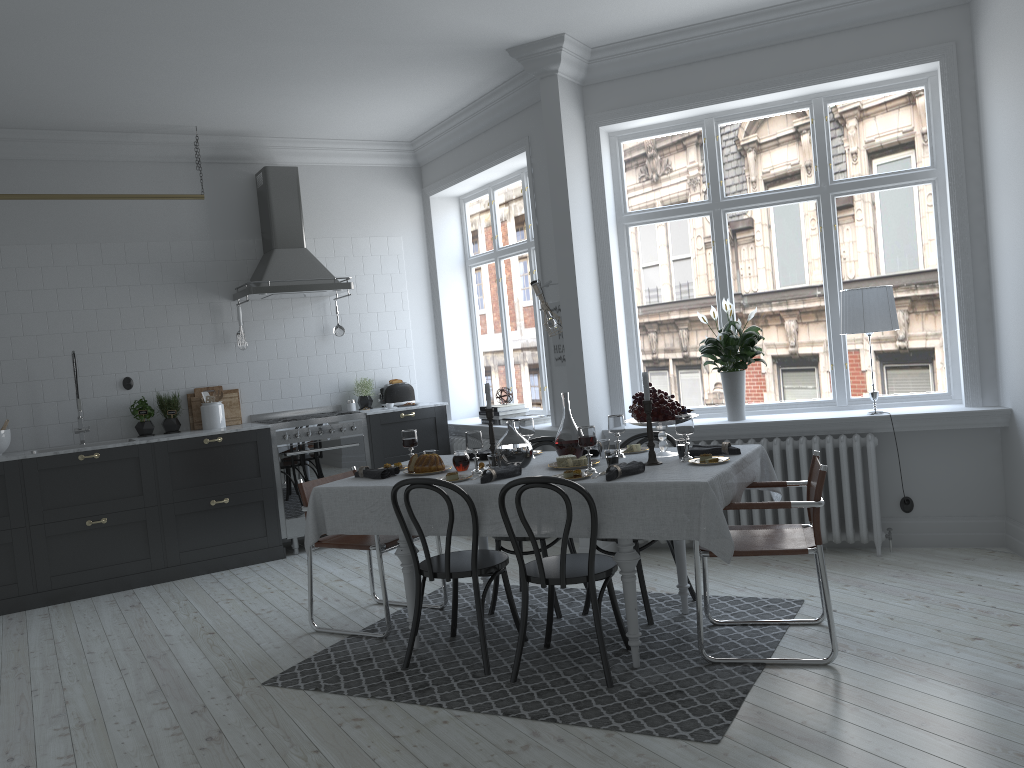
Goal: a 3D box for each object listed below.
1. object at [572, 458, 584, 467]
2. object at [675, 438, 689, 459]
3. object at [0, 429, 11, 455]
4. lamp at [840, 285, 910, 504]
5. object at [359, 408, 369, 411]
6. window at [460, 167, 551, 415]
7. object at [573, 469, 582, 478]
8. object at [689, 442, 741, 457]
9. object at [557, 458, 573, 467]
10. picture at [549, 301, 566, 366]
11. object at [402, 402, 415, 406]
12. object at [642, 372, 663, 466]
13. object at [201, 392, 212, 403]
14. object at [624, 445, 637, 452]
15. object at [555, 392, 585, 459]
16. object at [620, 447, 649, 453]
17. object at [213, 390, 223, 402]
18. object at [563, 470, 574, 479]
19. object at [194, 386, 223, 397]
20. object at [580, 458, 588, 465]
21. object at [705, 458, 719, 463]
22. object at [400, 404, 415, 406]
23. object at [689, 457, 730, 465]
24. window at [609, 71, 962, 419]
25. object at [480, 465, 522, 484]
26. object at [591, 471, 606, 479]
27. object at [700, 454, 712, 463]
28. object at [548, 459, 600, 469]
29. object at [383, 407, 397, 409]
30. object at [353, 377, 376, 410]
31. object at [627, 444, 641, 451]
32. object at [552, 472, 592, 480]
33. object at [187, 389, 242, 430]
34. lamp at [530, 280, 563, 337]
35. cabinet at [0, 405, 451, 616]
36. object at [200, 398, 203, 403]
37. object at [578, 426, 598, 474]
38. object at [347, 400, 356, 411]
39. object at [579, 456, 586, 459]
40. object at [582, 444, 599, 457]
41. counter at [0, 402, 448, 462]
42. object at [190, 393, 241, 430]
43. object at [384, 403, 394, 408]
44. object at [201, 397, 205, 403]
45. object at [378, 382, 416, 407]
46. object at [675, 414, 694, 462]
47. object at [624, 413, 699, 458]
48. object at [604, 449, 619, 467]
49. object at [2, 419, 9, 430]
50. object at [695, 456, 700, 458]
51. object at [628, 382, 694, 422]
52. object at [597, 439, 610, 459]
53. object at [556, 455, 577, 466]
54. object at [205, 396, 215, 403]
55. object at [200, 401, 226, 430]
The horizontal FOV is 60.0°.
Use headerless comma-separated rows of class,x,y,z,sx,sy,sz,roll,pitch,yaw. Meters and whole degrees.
object,0.313,0.381,4.249,0.077,0.040,0.040,-6,2,-10
object,0.812,0.308,4.211,0.066,0.094,0.066,-7,3,-41
object,-3.673,0.420,6.258,0.247,0.175,0.247,-6,2,-16
lamp,2.188,0.086,5.354,0.335,1.331,0.335,-8,3,-42
object,-1.266,0.214,7.563,0.091,0.018,0.062,-7,3,-32
window,0.058,-0.724,7.474,0.061,2.080,1.716,-7,3,-29
object,0.290,0.398,3.924,0.036,0.039,0.051,-5,2,10
object,0.967,0.310,4.265,0.247,0.061,0.165,-5,2,10
object,0.252,0.377,4.233,0.078,0.040,0.039,-4,3,35
picture,0.366,-0.360,6.309,0.003,0.457,0.311,-7,3,-29
object,-0.885,0.170,7.556,0.119,0.031,0.074,-5,2,3
object,0.635,0.159,4.118,0.089,0.432,0.089,-6,2,-7
object,-2.361,0.203,6.979,0.141,0.290,0.064,-4,3,34
object,0.612,0.338,4.623,0.078,0.040,0.039,-4,3,35
object,0.286,0.218,4.510,0.152,0.352,0.152,-5,3,21
object,0.628,0.349,4.638,0.182,0.013,0.182,-7,3,-29
object,-2.344,0.198,7.021,0.056,0.296,0.131,-3,3,40
object,0.251,0.401,3.937,0.021,0.037,0.057,-3,3,42
object,-2.412,0.188,7.098,0.220,0.330,0.041,-7,3,-29
object,0.337,0.379,4.303,0.077,0.039,0.040,-4,3,30
object,0.899,0.345,4.002,0.057,0.021,0.037,-7,3,-29
object,-0.903,0.180,7.505,0.209,0.008,0.018,-5,2,6
object,0.892,0.350,4.010,0.182,0.013,0.182,-6,2,-19
window,1.737,-0.818,5.858,2.079,2.080,0.061,-4,3,23
object,-0.047,0.413,4.125,0.165,0.061,0.247,-5,2,10
object,0.386,0.402,3.925,0.031,0.012,0.131,-4,3,28
object,0.883,0.337,4.041,0.057,0.037,0.021,-6,2,-8
object,0.301,0.393,4.310,0.251,0.018,0.251,-7,3,-29
object,-1.017,0.203,7.395,0.126,0.008,0.126,-6,2,-3
object,-1.268,0.078,7.650,0.210,0.283,0.220,-6,2,-17
object,0.633,0.336,4.660,0.077,0.039,0.040,-4,3,30
object,0.265,0.413,3.941,0.182,0.013,0.182,-6,2,-14
object,-2.394,0.204,7.144,0.400,0.290,0.030,-7,3,-29
lamp,0.311,-0.232,6.034,0.312,0.977,0.131,-4,3,35
cabinet,-2.326,0.884,6.823,3.897,1.012,0.646,-7,3,-29
object,-2.378,0.225,6.952,0.117,0.251,0.061,-5,2,0
object,0.347,0.301,4.037,0.083,0.215,0.083,-7,3,-25
object,-1.376,0.185,7.604,0.072,0.095,0.072,-5,2,16
object,0.330,0.373,4.363,0.077,0.040,0.039,-3,3,40
object,0.388,0.347,4.697,0.165,0.061,0.247,-5,2,10
counter,-2.382,0.371,6.811,3.902,0.020,0.624,-7,3,-29
object,-2.368,0.218,7.094,0.360,0.261,0.053,-7,3,-29
object,-1.020,0.184,7.393,0.072,0.040,0.070,-7,3,-37
object,-2.378,0.224,7.001,0.118,0.250,0.033,-7,3,-29
object,-1.020,0.087,7.792,0.326,0.207,0.219,-7,3,-24
object,0.808,0.253,4.128,0.083,0.215,0.083,-7,3,-25
object,0.743,0.261,4.377,0.367,0.188,0.367,-5,2,12
object,0.458,0.349,4.039,0.066,0.094,0.066,-7,3,-41
object,-3.639,0.375,6.311,0.042,0.232,0.209,-5,2,11
object,0.920,0.341,4.162,0.131,0.012,0.031,-4,3,23
object,0.732,0.096,4.360,0.318,0.215,0.347,-4,3,23
object,0.466,0.330,4.487,0.066,0.094,0.066,-6,2,-18
object,0.263,0.377,4.316,0.100,0.056,0.056,-6,2,-12
object,-2.372,0.221,6.927,0.149,0.262,0.054,-4,3,35
object,-2.350,0.248,6.973,0.174,0.208,0.174,-7,3,-34
